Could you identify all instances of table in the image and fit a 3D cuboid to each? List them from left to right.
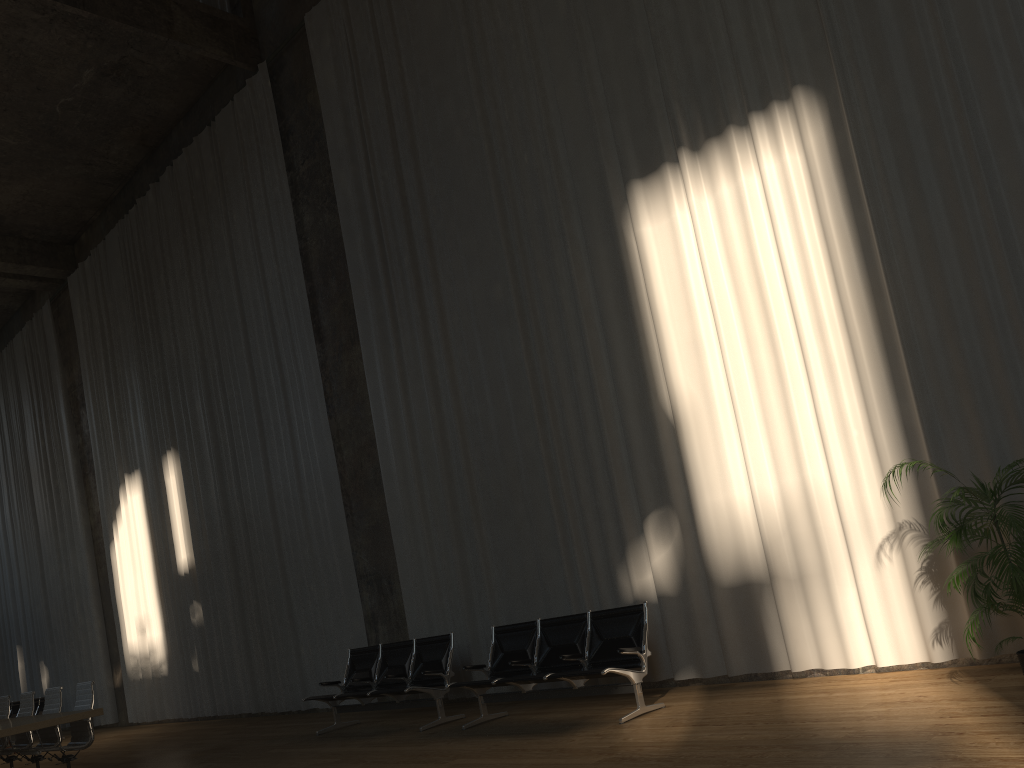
[{"bbox_3d":[-6.987,4.508,10.278,1.599,0.746,7.876,1,-18,-45],"label":"table"}]

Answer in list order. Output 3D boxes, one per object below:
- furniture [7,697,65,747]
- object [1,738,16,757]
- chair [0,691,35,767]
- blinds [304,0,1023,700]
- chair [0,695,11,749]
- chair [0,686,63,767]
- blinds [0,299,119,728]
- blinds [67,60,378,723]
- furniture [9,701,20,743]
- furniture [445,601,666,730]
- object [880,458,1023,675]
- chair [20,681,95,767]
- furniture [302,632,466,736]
[{"bbox_3d":[-9.200,6.434,16.733,0.706,0.828,1.911,-1,-15,-46],"label":"furniture"},{"bbox_3d":[-8.807,5.655,14.722,0.568,1.276,0.673,-9,-8,-14],"label":"object"},{"bbox_3d":[-5.702,4.047,9.922,0.696,1.008,0.680,-4,-11,-41],"label":"chair"},{"bbox_3d":[0.817,-1.609,8.006,0.273,8.504,7.997,-5,-11,-45],"label":"blinds"},{"bbox_3d":[-6.327,4.314,10.542,0.695,1.008,0.681,-4,-11,-38],"label":"chair"},{"bbox_3d":[-5.063,3.774,9.289,0.696,1.008,0.680,-3,-11,-43],"label":"chair"},{"bbox_3d":[-11.198,3.533,19.978,7.991,8.505,0.273,-19,-10,42],"label":"blinds"},{"bbox_3d":[-5.182,0.958,13.983,0.273,8.504,7.997,-5,-11,-45],"label":"blinds"},{"bbox_3d":[-10.857,7.143,18.385,0.706,0.828,1.911,-1,-15,-46],"label":"furniture"},{"bbox_3d":[0.284,2.394,7.361,0.706,0.828,1.911,-1,-15,-46],"label":"furniture"},{"bbox_3d":[2.925,1.068,5.209,1.149,1.432,1.093,-17,-11,34],"label":"object"},{"bbox_3d":[-6.425,3.403,6.642,12.936,1.014,32.163,3,-19,-45],"label":"chair"},{"bbox_3d":[-1.373,3.103,9.012,0.706,0.828,1.911,-1,-15,-46],"label":"furniture"}]
